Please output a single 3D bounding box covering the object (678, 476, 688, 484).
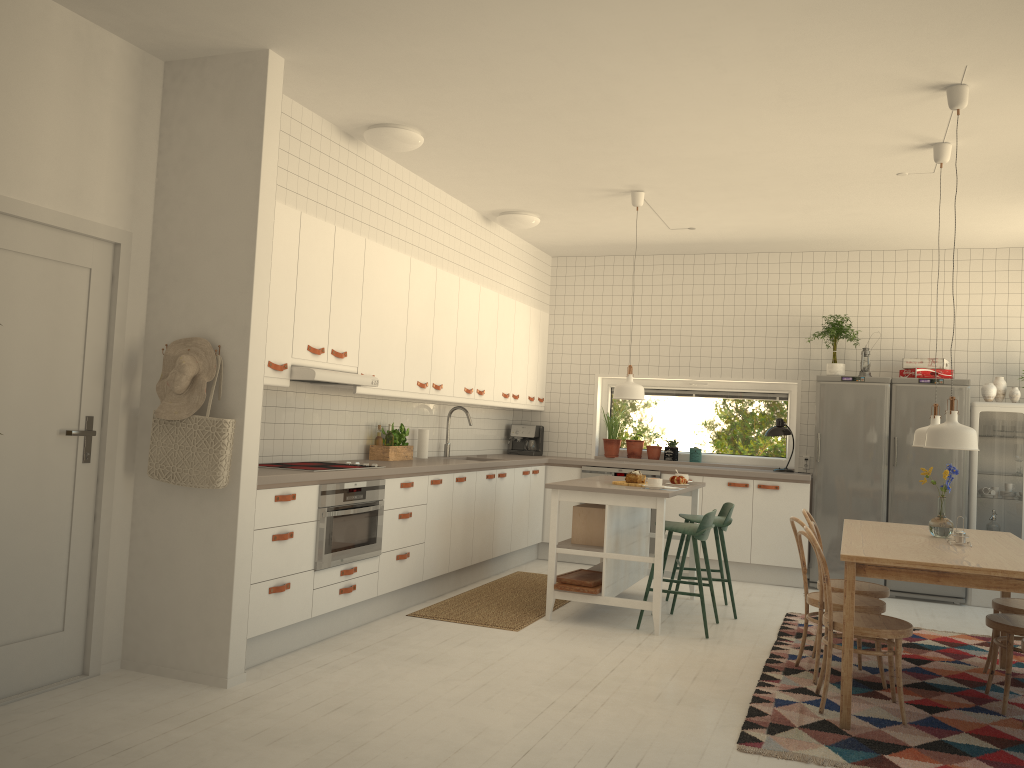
[{"bbox_3d":[1.201,0.678,6.250,0.060,0.059,0.074,3,-3,-9],"label":"object"}]

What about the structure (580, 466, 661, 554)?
[{"bbox_3d":[1.054,1.121,8.103,0.706,0.710,0.703,2,-3,21],"label":"structure"}]

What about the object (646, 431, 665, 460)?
[{"bbox_3d":[1.354,0.582,8.371,0.194,0.277,0.176,4,-3,-12],"label":"object"}]

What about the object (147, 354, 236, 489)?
[{"bbox_3d":[-1.457,0.165,4.056,0.439,0.613,0.093,2,-3,20],"label":"object"}]

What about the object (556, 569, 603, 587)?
[{"bbox_3d":[0.485,1.267,5.803,0.281,0.030,0.430,2,-3,30],"label":"object"}]

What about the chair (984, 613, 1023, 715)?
[{"bbox_3d":[2.517,1.133,4.201,0.483,0.811,0.385,2,-3,19],"label":"chair"}]

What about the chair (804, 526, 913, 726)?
[{"bbox_3d":[1.585,1.080,4.089,0.483,0.811,0.385,2,-3,19],"label":"chair"}]

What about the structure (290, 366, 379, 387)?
[{"bbox_3d":[-1.143,-0.045,5.125,0.482,0.073,0.680,2,-3,21],"label":"structure"}]

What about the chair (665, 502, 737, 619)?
[{"bbox_3d":[1.332,1.203,6.214,0.446,0.752,0.485,3,-3,6],"label":"chair"}]

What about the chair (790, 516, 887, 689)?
[{"bbox_3d":[1.678,1.106,4.590,0.483,0.811,0.385,3,-3,4],"label":"chair"}]

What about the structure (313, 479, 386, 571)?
[{"bbox_3d":[-1.190,0.762,5.082,0.704,0.447,0.682,2,-3,21],"label":"structure"}]

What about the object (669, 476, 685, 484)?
[{"bbox_3d":[1.149,0.675,6.235,0.070,0.060,0.131,5,-3,-31],"label":"object"}]

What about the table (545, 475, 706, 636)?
[{"bbox_3d":[0.812,1.119,6.139,0.794,0.864,1.423,2,-3,21],"label":"table"}]

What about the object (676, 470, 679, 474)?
[{"bbox_3d":[1.214,0.666,6.428,0.028,0.086,0.102,4,-3,-28],"label":"object"}]

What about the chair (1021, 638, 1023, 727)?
[{"bbox_3d":[2.407,1.106,3.707,0.483,0.811,0.385,2,-3,24],"label":"chair"}]

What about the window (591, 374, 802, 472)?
[{"bbox_3d":[1.718,0.351,8.332,1.898,0.816,0.293,2,-3,21],"label":"window"}]

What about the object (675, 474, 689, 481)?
[{"bbox_3d":[1.226,0.682,6.408,0.094,0.060,0.098,2,-3,18],"label":"object"}]

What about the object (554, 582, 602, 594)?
[{"bbox_3d":[0.472,1.293,5.725,0.281,0.030,0.430,2,-3,21],"label":"object"}]

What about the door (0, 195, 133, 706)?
[{"bbox_3d":[-2.050,0.279,3.660,0.166,2.034,0.955,2,-3,21],"label":"door"}]

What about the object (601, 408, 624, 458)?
[{"bbox_3d":[0.980,0.458,8.532,0.300,0.499,0.333,3,-3,4],"label":"object"}]

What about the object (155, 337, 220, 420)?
[{"bbox_3d":[-1.505,-0.027,4.048,0.335,0.385,0.136,2,-3,21],"label":"object"}]

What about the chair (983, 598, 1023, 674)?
[{"bbox_3d":[2.802,1.168,4.689,0.483,0.811,0.385,3,-3,-6],"label":"chair"}]

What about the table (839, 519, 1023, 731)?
[{"bbox_3d":[2.103,1.159,4.396,0.894,0.749,1.797,2,-3,21],"label":"table"}]

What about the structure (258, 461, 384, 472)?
[{"bbox_3d":[-1.131,0.480,5.071,0.504,0.057,0.763,2,-3,21],"label":"structure"}]

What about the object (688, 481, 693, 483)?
[{"bbox_3d":[1.224,0.708,6.405,0.160,0.020,0.160,2,-3,17],"label":"object"}]

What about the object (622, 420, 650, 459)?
[{"bbox_3d":[1.176,0.528,8.467,0.258,0.370,0.234,1,-3,33],"label":"object"}]

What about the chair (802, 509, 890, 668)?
[{"bbox_3d":[1.892,1.137,5.053,0.483,0.811,0.385,2,-3,24],"label":"chair"}]

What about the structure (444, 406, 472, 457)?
[{"bbox_3d":[-0.438,0.390,7.217,0.236,0.421,0.063,1,-3,28],"label":"structure"}]

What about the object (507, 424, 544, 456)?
[{"bbox_3d":[0.110,0.541,8.592,0.316,0.292,0.279,2,-3,22],"label":"object"}]

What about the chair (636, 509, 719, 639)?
[{"bbox_3d":[1.078,1.166,5.652,0.446,0.752,0.485,2,-3,21],"label":"chair"}]

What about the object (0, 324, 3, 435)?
[{"bbox_3d":[-1.987,0.375,2.067,0.778,1.712,2.087,3,-3,2],"label":"object"}]
